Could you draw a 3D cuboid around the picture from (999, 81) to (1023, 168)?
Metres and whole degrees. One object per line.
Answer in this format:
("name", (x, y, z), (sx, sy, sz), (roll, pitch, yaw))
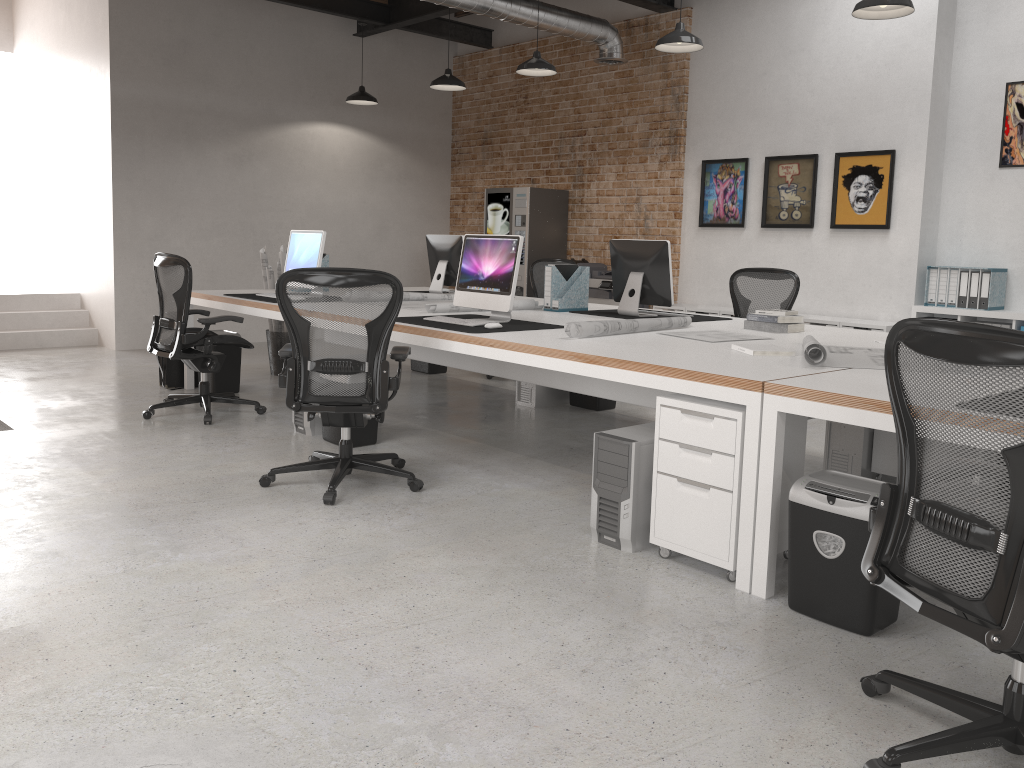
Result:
("picture", (4.073, -2.014, 6.833), (0.018, 0.658, 0.535), (-4, 9, -42))

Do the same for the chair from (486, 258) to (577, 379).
("chair", (0.230, -0.567, 7.821), (0.772, 1.079, 0.795), (6, 9, 31))

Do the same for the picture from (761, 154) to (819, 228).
("picture", (2.521, -1.744, 8.045), (0.042, 0.649, 0.526), (-4, 9, -42))

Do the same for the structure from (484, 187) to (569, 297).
("structure", (0.128, -1.314, 10.155), (0.639, 1.800, 0.753), (-4, 9, -42))

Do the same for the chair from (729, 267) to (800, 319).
("chair", (1.743, -0.311, 6.523), (0.772, 1.079, 0.795), (6, 9, 31))

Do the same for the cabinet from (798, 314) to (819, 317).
("cabinet", (2.460, -0.292, 7.893), (0.461, 0.644, 0.389), (-5, 10, -42))

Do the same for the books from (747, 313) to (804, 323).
("books", (1.485, -0.372, 4.999), (0.193, 0.044, 0.259), (-2, 10, -24))

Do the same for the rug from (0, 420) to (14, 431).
("rug", (-5.039, 0.185, 5.572), (2.735, 0.004, 3.009), (-7, 12, -42))

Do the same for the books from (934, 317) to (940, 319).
("books", (3.459, -0.411, 7.267), (0.232, 0.260, 0.062), (-5, 9, -42))

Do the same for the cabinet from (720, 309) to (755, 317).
("cabinet", (2.202, -0.347, 8.183), (0.461, 0.644, 0.389), (-5, 10, -42))

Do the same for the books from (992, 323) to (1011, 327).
("books", (3.808, -0.342, 6.903), (0.232, 0.260, 0.062), (-5, 9, -42))

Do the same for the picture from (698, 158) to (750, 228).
("picture", (2.049, -1.843, 8.565), (0.042, 0.649, 0.526), (-4, 9, -42))

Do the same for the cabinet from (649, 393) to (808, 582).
("cabinet", (0.851, 0.375, 3.486), (0.461, 0.644, 0.389), (-5, 10, -42))

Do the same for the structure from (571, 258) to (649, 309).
("structure", (1.019, -0.780, 9.358), (0.504, 1.051, 1.062), (-4, 10, -42))

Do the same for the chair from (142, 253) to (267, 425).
("chair", (-2.111, -0.342, 5.996), (0.772, 1.079, 0.795), (6, 9, 31))

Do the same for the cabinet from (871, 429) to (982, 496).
("cabinet", (2.228, 0.216, 4.719), (0.461, 0.644, 0.389), (-5, 10, -42))

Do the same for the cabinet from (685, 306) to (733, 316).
("cabinet", (1.940, -0.401, 8.470), (0.461, 0.644, 0.389), (-5, 10, -42))

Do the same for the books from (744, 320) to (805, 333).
("books", (1.490, -0.330, 5.030), (0.201, 0.050, 0.272), (-7, 13, -44))

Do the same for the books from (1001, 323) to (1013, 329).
("books", (3.851, -0.333, 6.855), (0.232, 0.260, 0.062), (-5, 9, -42))

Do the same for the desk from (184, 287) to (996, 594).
("desk", (0.011, -0.085, 5.781), (2.317, 0.765, 5.132), (-6, 12, -41))

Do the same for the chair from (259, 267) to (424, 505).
("chair", (-0.854, -0.041, 4.379), (0.770, 1.079, 0.797), (-1, 8, -18))

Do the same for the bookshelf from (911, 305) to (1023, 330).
("bookshelf", (3.925, -0.156, 6.852), (0.401, 0.795, 1.550), (-5, 11, -42))

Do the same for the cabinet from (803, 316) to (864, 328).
("cabinet", (2.723, -0.238, 7.606), (0.461, 0.644, 0.389), (-5, 10, -42))

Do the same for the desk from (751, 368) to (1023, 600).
("desk", (3.433, 0.631, 2.010), (2.317, 0.765, 5.132), (-6, 12, -41))

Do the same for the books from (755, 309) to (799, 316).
("books", (1.498, -0.404, 5.004), (0.153, 0.030, 0.186), (-7, 13, -43))

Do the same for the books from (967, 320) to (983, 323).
("books", (3.679, -0.369, 7.046), (0.232, 0.260, 0.062), (-5, 9, -42))

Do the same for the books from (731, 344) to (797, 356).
("books", (1.118, -0.151, 3.943), (0.200, 0.024, 0.237), (0, 9, -9))

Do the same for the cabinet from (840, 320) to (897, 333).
("cabinet", (2.984, -0.183, 7.319), (0.461, 0.644, 0.389), (-5, 10, -42))

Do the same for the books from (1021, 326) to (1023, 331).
("books", (3.935, -0.312, 6.741), (0.232, 0.260, 0.062), (-5, 9, -42))

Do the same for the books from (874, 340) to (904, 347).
("books", (1.990, -0.205, 4.458), (0.243, 0.019, 0.206), (1, 9, -5))

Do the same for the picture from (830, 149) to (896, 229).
("picture", (2.983, -1.647, 7.536), (0.042, 0.649, 0.526), (-4, 9, -42))

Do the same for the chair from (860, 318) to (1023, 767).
("chair", (1.214, 0.387, 2.122), (0.793, 1.079, 0.774), (-3, 9, -33))

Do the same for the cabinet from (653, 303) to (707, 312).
("cabinet", (1.679, -0.456, 8.758), (0.461, 0.644, 0.389), (-5, 10, -42))

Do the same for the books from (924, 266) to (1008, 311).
("books", (3.652, -0.776, 7.136), (0.321, 0.326, 0.498), (-5, 11, -42))

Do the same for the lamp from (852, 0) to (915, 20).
("lamp", (2.307, -2.720, 5.434), (0.362, 0.851, 0.364), (-1, 8, -25))

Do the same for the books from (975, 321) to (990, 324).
("books", (3.721, -0.360, 6.999), (0.232, 0.260, 0.062), (-5, 9, -42))

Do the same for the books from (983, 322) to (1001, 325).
("books", (3.764, -0.351, 6.951), (0.232, 0.260, 0.062), (-5, 9, -42))
